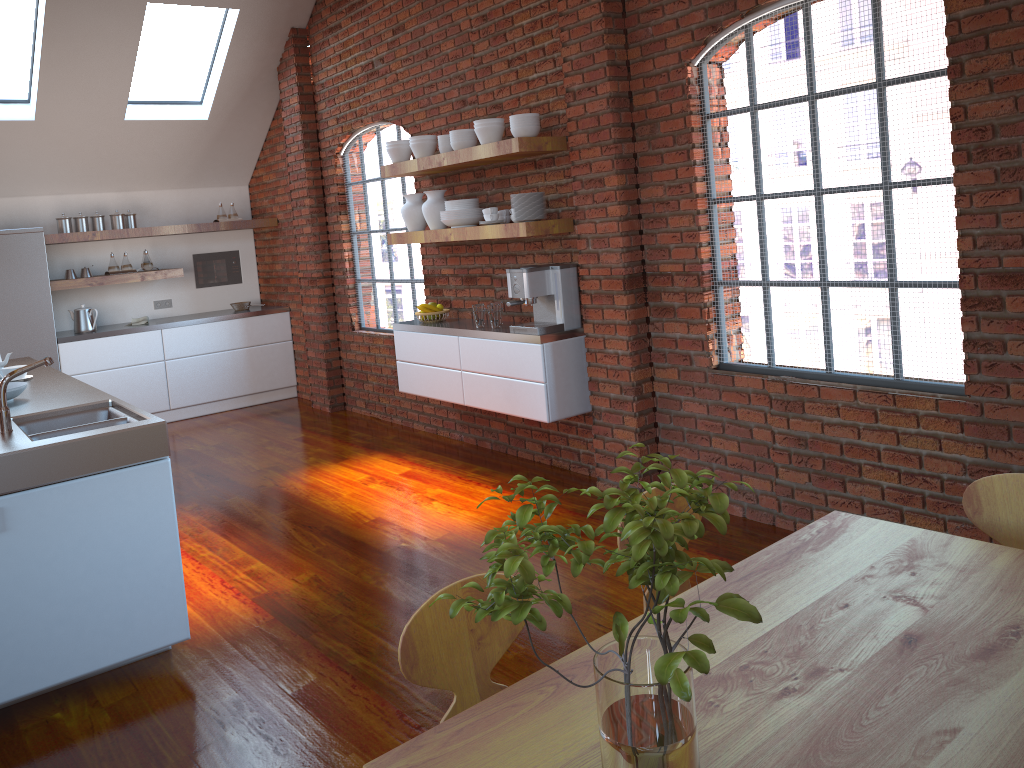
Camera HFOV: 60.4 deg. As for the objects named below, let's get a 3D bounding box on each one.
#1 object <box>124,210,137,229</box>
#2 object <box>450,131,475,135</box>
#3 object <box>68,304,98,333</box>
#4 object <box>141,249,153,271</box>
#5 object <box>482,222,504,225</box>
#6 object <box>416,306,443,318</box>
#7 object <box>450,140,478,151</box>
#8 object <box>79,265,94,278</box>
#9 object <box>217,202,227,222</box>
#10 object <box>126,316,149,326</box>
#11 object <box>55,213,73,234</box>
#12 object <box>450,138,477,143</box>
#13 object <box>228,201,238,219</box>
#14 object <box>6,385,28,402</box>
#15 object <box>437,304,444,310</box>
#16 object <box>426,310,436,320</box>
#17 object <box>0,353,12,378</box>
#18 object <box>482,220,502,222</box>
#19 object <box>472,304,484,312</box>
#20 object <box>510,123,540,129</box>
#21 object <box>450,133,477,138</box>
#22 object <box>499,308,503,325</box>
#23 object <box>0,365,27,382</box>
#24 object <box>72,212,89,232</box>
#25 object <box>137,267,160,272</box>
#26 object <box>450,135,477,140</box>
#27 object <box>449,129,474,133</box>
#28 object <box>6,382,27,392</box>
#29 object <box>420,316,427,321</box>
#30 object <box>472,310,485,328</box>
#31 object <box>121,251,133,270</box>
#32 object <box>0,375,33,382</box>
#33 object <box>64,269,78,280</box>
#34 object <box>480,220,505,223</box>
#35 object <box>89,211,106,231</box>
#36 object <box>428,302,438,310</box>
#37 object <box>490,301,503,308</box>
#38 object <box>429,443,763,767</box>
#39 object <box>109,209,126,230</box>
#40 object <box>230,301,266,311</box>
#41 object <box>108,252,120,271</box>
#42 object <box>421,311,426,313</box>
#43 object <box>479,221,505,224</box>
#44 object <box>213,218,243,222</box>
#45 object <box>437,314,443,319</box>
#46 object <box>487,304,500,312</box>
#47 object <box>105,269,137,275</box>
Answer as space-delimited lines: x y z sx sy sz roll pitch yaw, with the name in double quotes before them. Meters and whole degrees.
"object" -3.407 -1.466 7.838 0.128 0.176 0.128 -10 8 -41
"object" -0.294 -1.494 5.342 0.167 0.060 0.166 -14 13 -41
"object" -3.666 -0.562 7.521 0.302 0.236 0.182 -6 6 -5
"object" -3.276 -1.112 7.884 0.094 0.191 0.203 -8 8 -27
"object" -0.114 -0.934 5.133 0.153 0.012 0.156 -2 11 14
"object" -0.551 -0.476 5.834 0.176 0.094 0.065 -5 6 0
"object" -0.289 -1.439 5.346 0.167 0.060 0.166 -14 13 -41
"object" -3.655 -0.963 7.541 0.106 0.099 0.107 -4 7 6
"object" -2.726 -1.614 8.253 0.093 0.189 0.094 -7 5 -24
"object" -3.326 -0.561 7.809 0.204 0.061 0.198 -8 10 -14
"object" -3.785 -1.358 7.439 0.128 0.176 0.128 -10 8 -41
"object" -0.291 -1.456 5.345 0.167 0.060 0.166 -14 13 -41
"object" -2.642 -1.633 8.320 0.093 0.190 0.094 -4 5 7
"object" -2.267 0.057 3.833 0.281 0.055 0.286 0 11 25
"object" -0.482 -0.513 5.895 0.046 0.046 0.055 -4 8 5
"object" -0.536 -0.461 5.871 0.077 0.065 0.077 -5 8 -3
"object" -2.758 -0.106 4.670 0.199 0.154 0.118 -10 8 -30
"object" -0.115 -0.947 5.132 0.153 0.012 0.156 -2 11 14
"object" -0.200 -0.429 5.313 0.078 0.103 0.078 -6 6 -6
"object" 0.075 -1.392 4.831 0.165 0.060 0.168 -5 10 3
"object" -0.293 -1.482 5.343 0.167 0.060 0.166 -14 13 -41
"object" -0.088 -0.410 5.366 0.078 0.103 0.078 -6 6 -6
"object" -2.541 -0.053 4.500 0.124 0.069 0.118 2 11 38
"object" -3.692 -1.384 7.537 0.128 0.176 0.128 -10 8 -41
"object" -3.268 -1.030 7.889 0.196 0.032 0.225 -10 12 -26
"object" -0.292 -1.469 5.344 0.167 0.060 0.166 -14 13 -41
"object" -0.295 -1.507 5.342 0.167 0.060 0.166 -14 13 -41
"object" -2.268 0.046 3.832 0.281 0.055 0.286 0 11 25
"object" -0.593 -0.444 5.888 0.046 0.045 0.056 -5 8 -3
"object" -0.197 -0.391 5.316 0.078 0.103 0.078 -6 6 -6
"object" -3.400 -1.076 7.754 0.093 0.190 0.094 -4 5 7
"object" -2.535 -0.022 4.499 0.154 0.012 0.156 -7 11 -8
"object" -3.749 -0.933 7.470 0.106 0.081 0.107 -6 8 -7
"object" -0.114 -0.942 5.132 0.153 0.012 0.156 -2 11 14
"object" -3.596 -1.412 7.639 0.128 0.176 0.128 -10 8 -41
"object" -0.532 -0.520 5.915 0.070 0.061 0.069 -8 8 -20
"object" -0.091 -0.448 5.363 0.078 0.103 0.078 -6 6 -6
"object" 0.131 0.357 1.216 0.425 0.516 0.394 -4 6 9
"object" -3.426 -1.428 7.644 0.128 0.176 0.128 -10 8 -41
"object" -2.526 -0.737 8.357 0.348 0.073 0.197 2 12 34
"object" -3.485 -1.057 7.686 0.093 0.189 0.094 -7 5 -24
"object" -0.589 -0.493 5.894 0.045 0.052 0.052 1 9 42
"object" -0.114 -0.938 5.133 0.153 0.012 0.156 -2 11 14
"object" -2.677 -1.541 8.291 0.226 0.032 0.195 -13 13 -37
"object" -0.497 -0.470 5.927 0.070 0.068 0.068 -9 8 -27
"object" -0.106 -0.421 5.224 0.078 0.103 0.078 -8 7 -24
"object" -3.436 -0.984 7.724 0.226 0.032 0.195 -13 13 -37
